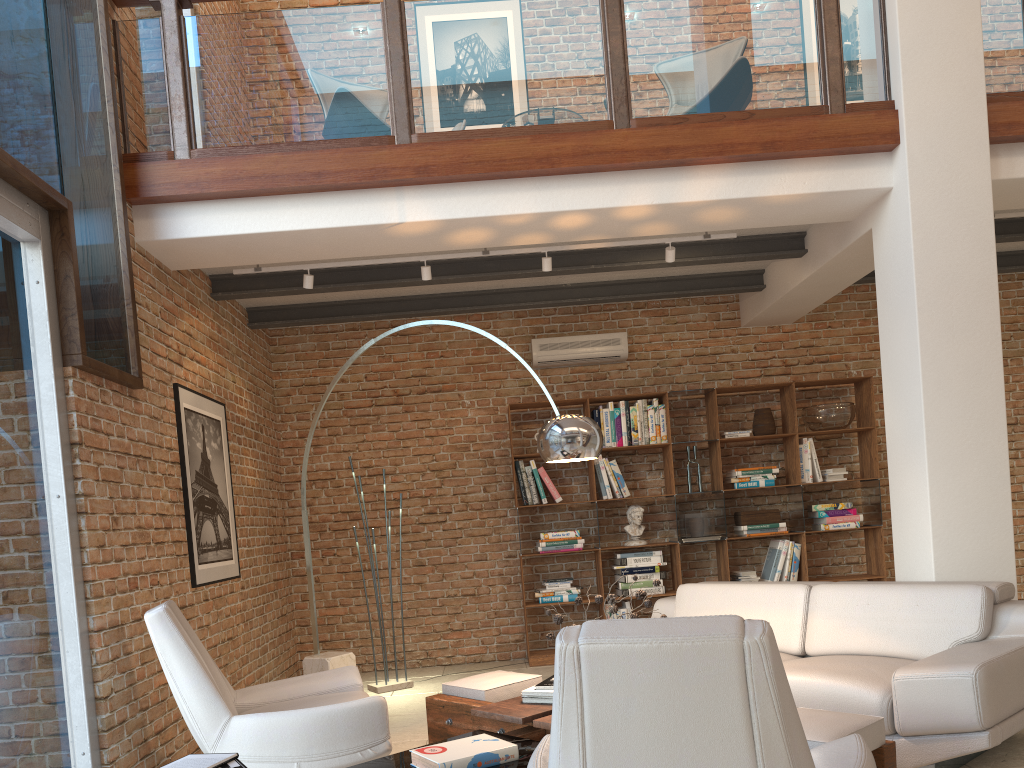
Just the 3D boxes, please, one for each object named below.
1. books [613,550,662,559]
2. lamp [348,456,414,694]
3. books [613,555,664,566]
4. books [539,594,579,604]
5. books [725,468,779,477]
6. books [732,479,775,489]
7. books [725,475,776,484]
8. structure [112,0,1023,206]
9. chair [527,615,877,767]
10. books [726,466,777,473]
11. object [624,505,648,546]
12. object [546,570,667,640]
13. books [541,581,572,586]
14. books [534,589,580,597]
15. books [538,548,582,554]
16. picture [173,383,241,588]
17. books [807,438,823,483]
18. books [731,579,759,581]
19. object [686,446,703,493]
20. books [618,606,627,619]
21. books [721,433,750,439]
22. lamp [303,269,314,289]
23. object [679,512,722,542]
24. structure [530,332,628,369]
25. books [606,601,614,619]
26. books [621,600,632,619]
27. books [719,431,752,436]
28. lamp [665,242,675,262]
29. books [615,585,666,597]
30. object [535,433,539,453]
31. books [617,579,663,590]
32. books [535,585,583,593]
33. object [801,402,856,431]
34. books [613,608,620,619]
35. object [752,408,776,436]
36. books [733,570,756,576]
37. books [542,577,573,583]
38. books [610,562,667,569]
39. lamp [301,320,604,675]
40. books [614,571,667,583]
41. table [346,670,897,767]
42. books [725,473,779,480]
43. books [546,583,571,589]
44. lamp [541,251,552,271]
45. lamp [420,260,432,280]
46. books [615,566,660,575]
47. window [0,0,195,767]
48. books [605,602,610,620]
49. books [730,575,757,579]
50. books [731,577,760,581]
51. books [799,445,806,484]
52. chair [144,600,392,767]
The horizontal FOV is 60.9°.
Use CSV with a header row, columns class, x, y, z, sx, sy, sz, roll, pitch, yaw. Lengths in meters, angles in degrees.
class,x,y,z,sx,sy,sz,roll,pitch,yaw
books,1.067,1.449,7.426,0.379,0.036,0.247,-4,-9,-2
lamp,-1.006,1.455,6.702,0.415,1.811,0.201,-5,2,-32
books,1.075,1.500,7.432,0.379,0.064,0.247,-4,-8,-7
books,0.405,1.815,7.411,0.327,0.055,0.257,-6,-8,8
books,2.039,0.757,7.414,0.379,0.036,0.247,-3,-9,-8
books,2.050,0.858,7.428,0.327,0.055,0.257,-6,-8,8
books,2.025,0.815,7.434,0.379,0.036,0.247,-4,-9,-2
structure,3.025,-0.967,0.733,10.149,4.102,14.017,-4,-8,-2
chair,0.456,1.057,2.274,1.031,1.010,0.975,-6,-3,15
books,2.034,0.731,7.434,0.355,0.020,0.275,-4,-9,-3
object,1.041,1.200,7.408,0.197,0.348,0.193,-5,-1,14
object,0.440,1.086,3.688,0.539,0.604,0.319,-3,-1,-31
books,0.382,1.695,7.436,0.236,0.018,0.173,-3,-9,-9
books,0.380,1.772,7.418,0.379,0.036,0.247,-4,-9,-2
books,0.406,1.413,7.402,0.355,0.020,0.275,-4,-9,-2
picture,-1.902,0.659,5.484,0.027,1.188,0.918,-5,-2,-2
books,2.552,0.658,7.457,0.101,0.381,0.245,-5,-1,-2
books,1.996,1.678,7.469,0.156,0.008,0.246,-4,-9,-7
object,1.532,0.721,7.362,0.121,0.397,0.062,-5,2,1
books,0.944,2.066,7.433,0.055,0.327,0.256,-5,-2,-2
books,1.885,0.444,7.360,0.206,0.033,0.134,-4,-8,-2
lamp,-1.247,-0.636,5.336,0.059,0.128,0.087,-5,-1,-32
object,1.569,1.212,7.397,0.335,0.231,0.286,-4,-5,-2
structure,0.575,-0.287,7.477,0.812,0.218,0.201,-4,-3,-1
books,0.839,2.050,7.444,0.036,0.381,0.245,-5,-1,-2
books,1.003,2.037,7.456,0.079,0.383,0.245,-5,-1,-2
books,1.878,0.419,7.366,0.236,0.018,0.173,-3,-9,-9
lamp,0.981,-0.812,5.404,0.061,0.115,0.095,-5,-3,5
books,1.089,1.758,7.418,0.379,0.064,0.247,-4,-8,-7
object,0.315,0.435,7.322,0.252,0.281,0.130,-5,0,6
books,1.082,1.701,7.435,0.362,0.055,0.286,-5,-8,1
books,0.394,1.742,7.407,0.379,0.018,0.247,-3,-9,-9
object,2.695,0.295,7.417,0.443,0.217,0.435,-10,-9,39
books,0.888,2.072,7.438,0.057,0.328,0.256,-5,-2,-2
object,2.125,0.326,7.360,0.193,0.231,0.195,-2,-4,-44
books,1.991,1.621,7.468,0.132,0.033,0.208,-4,-9,-7
books,0.389,1.665,7.415,0.252,0.017,0.164,-4,-9,-2
books,1.071,1.541,7.415,0.444,0.020,0.275,-4,-9,-2
lamp,-0.386,0.831,4.703,2.050,2.338,0.317,-7,0,35
books,1.089,1.638,7.418,0.378,0.064,0.248,-2,-8,-15
table,0.105,1.563,3.539,1.965,0.425,2.236,2,-11,-40
books,2.039,0.785,7.424,0.379,0.018,0.247,-3,-9,-9
books,0.390,1.720,7.430,0.206,0.033,0.134,-4,-8,-2
lamp,0.215,-0.748,5.375,0.061,0.128,0.086,-5,-2,0
lamp,-0.528,-0.695,5.356,0.061,0.120,0.086,-5,-2,0
books,1.058,1.578,7.404,0.326,0.055,0.258,-4,-8,-7
window,-2.192,-1.751,0.059,0.647,6.335,12.473,-5,-7,-2
books,0.803,2.051,7.427,0.036,0.381,0.245,-5,-1,-2
books,1.980,1.647,7.464,0.162,0.017,0.255,-4,-9,-2
books,2.001,1.665,7.476,0.170,0.018,0.239,-3,-9,-9
books,2.424,0.692,7.433,0.055,0.327,0.256,-5,-2,-2
chair,-1.113,1.453,4.005,0.980,0.992,1.038,-4,-4,-17
